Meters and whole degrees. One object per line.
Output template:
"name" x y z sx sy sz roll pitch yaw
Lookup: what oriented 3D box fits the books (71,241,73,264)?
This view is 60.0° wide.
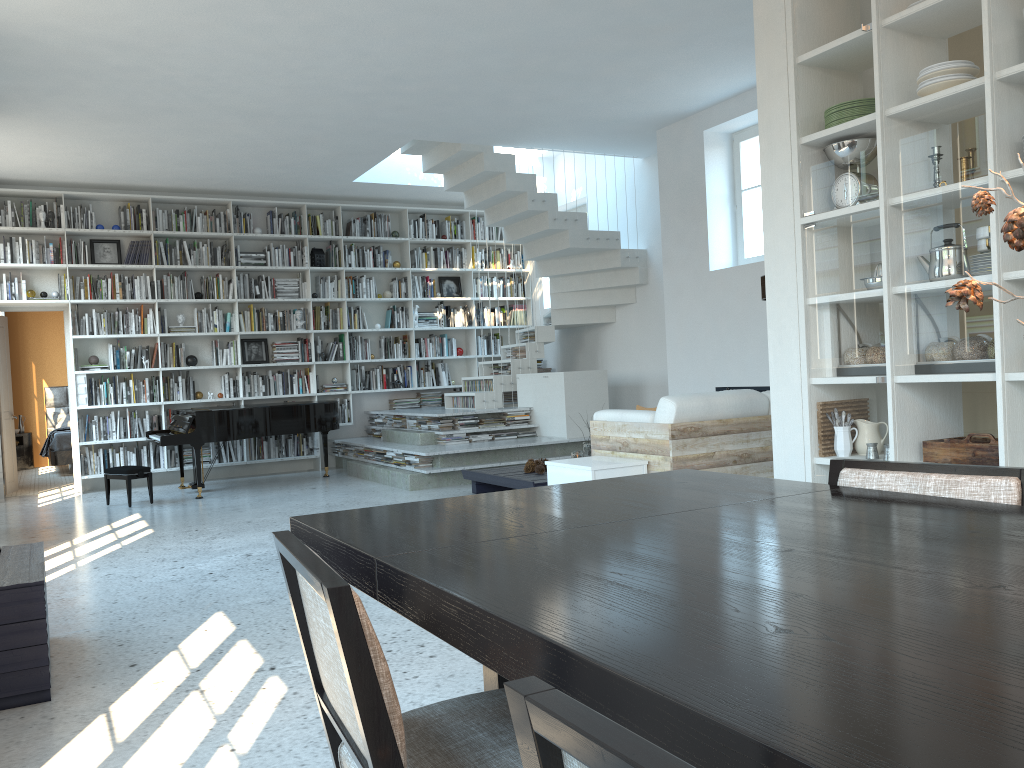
"books" -4.630 -1.376 9.325 0.006 0.289 0.144 -4 1 -28

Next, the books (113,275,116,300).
"books" -4.263 -1.020 9.500 0.023 0.271 0.187 -4 1 -28

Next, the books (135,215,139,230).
"books" -4.072 -1.726 9.617 0.027 0.190 0.177 -4 1 -28

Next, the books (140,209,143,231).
"books" -4.036 -1.764 9.651 0.022 0.260 0.152 -4 1 -28

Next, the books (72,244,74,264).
"books" -4.615 -1.346 9.315 0.009 0.228 0.184 -4 1 -28

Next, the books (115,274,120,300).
"books" -4.238 -1.029 9.507 0.030 0.286 0.185 -4 1 -28

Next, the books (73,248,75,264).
"books" -4.604 -1.339 9.310 0.004 0.214 0.186 -4 1 -28

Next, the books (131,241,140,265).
"books" -4.096 -1.399 9.620 0.110 0.279 0.174 -4 1 -28

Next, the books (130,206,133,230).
"books" -4.124 -1.770 9.597 0.013 0.283 0.166 -4 1 -28

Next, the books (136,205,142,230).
"books" -4.047 -1.781 9.618 0.025 0.297 0.163 -4 1 -28

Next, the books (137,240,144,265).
"books" -4.041 -1.408 9.649 0.078 0.286 0.174 -4 1 -28

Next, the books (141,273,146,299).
"books" -4.001 -1.045 9.633 0.012 0.291 0.182 -4 1 -28

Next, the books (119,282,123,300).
"books" -4.208 -0.985 9.519 0.029 0.195 0.192 -4 1 -28

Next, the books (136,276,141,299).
"books" -4.052 -1.028 9.614 0.022 0.263 0.174 -4 1 -28

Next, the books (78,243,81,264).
"books" -4.562 -1.357 9.351 0.019 0.244 0.153 -4 1 -28

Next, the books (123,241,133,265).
"books" -4.152 -1.396 9.580 0.110 0.279 0.174 -4 1 -28

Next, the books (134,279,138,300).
"books" -4.075 -1.011 9.603 0.030 0.231 0.172 -4 1 -28

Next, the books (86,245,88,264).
"books" -4.498 -1.345 9.373 0.012 0.214 0.185 -4 1 -28

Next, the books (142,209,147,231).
"books" -4.007 -1.762 9.652 0.031 0.254 0.178 -4 1 -28

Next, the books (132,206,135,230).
"books" -4.100 -1.767 9.597 0.011 0.274 0.183 -4 1 -28

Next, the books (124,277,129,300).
"books" -4.165 -1.021 9.576 0.029 0.261 0.157 -4 1 -28

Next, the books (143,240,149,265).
"books" -4.001 -1.410 9.670 0.078 0.286 0.174 -4 1 -28

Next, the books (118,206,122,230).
"books" -4.222 -1.761 9.553 0.013 0.278 0.151 -4 1 -28

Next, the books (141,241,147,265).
"books" -4.023 -1.409 9.664 0.078 0.286 0.174 -4 1 -28

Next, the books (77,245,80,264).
"books" -4.567 -1.344 9.337 0.018 0.219 0.186 -4 1 -28

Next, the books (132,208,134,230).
"books" -4.108 -1.761 9.592 0.010 0.263 0.156 -4 1 -28

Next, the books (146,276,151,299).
"books" -3.965 -1.034 9.663 0.035 0.264 0.177 -4 1 -28

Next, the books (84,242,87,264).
"books" -4.513 -1.365 9.374 0.012 0.255 0.166 -4 1 -28

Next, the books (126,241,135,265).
"books" -4.136 -1.397 9.598 0.110 0.279 0.174 -4 1 -28

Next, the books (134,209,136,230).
"books" -4.102 -1.757 9.629 0.013 0.254 0.129 -4 1 -28

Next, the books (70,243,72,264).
"books" -4.637 -1.350 9.319 0.005 0.238 0.154 -4 1 -28

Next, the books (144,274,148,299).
"books" -3.992 -1.045 9.652 0.022 0.289 0.169 -4 1 -28

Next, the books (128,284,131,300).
"books" -4.140 -0.985 9.588 0.022 0.186 0.136 -4 1 -28

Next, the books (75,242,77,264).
"books" -4.585 -1.356 9.321 0.004 0.246 0.189 -4 1 -28

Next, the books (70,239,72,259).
"books" -4.633 -1.370 9.320 0.005 0.277 0.146 -4 1 -28

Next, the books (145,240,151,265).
"books" -3.974 -1.412 9.669 0.078 0.286 0.174 -4 1 -28

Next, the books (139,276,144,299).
"books" -4.030 -1.031 9.650 0.024 0.266 0.155 -4 1 -28

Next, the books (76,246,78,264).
"books" -4.597 -1.341 9.362 0.012 0.214 0.132 -4 1 -28

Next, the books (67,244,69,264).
"books" -4.671 -1.345 9.323 0.006 0.233 0.136 -4 1 -28

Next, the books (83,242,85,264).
"books" -4.524 -1.362 9.369 0.011 0.250 0.168 -4 1 -28

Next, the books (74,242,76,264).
"books" -4.602 -1.357 9.337 0.010 0.249 0.166 -4 1 -28

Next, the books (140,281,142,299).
"books" -4.041 -1.001 9.634 0.013 0.206 0.172 -4 1 -28

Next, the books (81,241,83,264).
"books" -4.535 -1.365 9.353 0.023 0.258 0.183 -4 1 -28

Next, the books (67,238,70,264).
"books" -4.655 -1.372 9.305 0.006 0.287 0.148 -4 1 -28

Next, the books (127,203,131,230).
"books" -4.144 -1.788 9.603 0.014 0.321 0.136 -4 1 -28

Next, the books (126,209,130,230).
"books" -4.149 -1.751 9.571 0.028 0.249 0.155 -4 1 -28

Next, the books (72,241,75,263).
"books" -4.606 -1.362 9.324 0.009 0.260 0.184 -4 1 -28

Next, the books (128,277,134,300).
"books" -4.125 -1.023 9.601 0.035 0.260 0.131 -4 1 -28

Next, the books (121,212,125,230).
"books" -4.197 -1.733 9.552 0.028 0.218 0.153 -4 1 -28

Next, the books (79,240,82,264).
"books" -4.552 -1.376 9.355 0.005 0.281 0.190 -4 1 -28

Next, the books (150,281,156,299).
"books" -3.919 -1.005 9.659 0.039 0.202 0.236 -4 1 -28

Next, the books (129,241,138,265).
"books" -4.108 -1.398 9.593 0.110 0.279 0.174 -4 1 -28

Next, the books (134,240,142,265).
"books" -4.061 -1.404 9.616 0.097 0.282 0.174 -4 1 -28

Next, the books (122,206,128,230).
"books" -4.173 -1.765 9.559 0.024 0.280 0.188 -4 1 -28

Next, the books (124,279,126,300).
"books" -4.175 -1.006 9.555 0.013 0.232 0.171 -4 1 -28

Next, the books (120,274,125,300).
"books" -4.199 -1.032 9.555 0.025 0.286 0.161 -4 1 -28

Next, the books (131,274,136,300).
"books" -4.097 -1.035 9.596 0.012 0.281 0.188 -4 1 -28

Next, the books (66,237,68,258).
"books" -4.663 -1.376 9.290 0.005 0.293 0.184 -4 1 -28

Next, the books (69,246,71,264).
"books" -4.645 -1.332 9.315 0.015 0.207 0.172 -4 1 -28
